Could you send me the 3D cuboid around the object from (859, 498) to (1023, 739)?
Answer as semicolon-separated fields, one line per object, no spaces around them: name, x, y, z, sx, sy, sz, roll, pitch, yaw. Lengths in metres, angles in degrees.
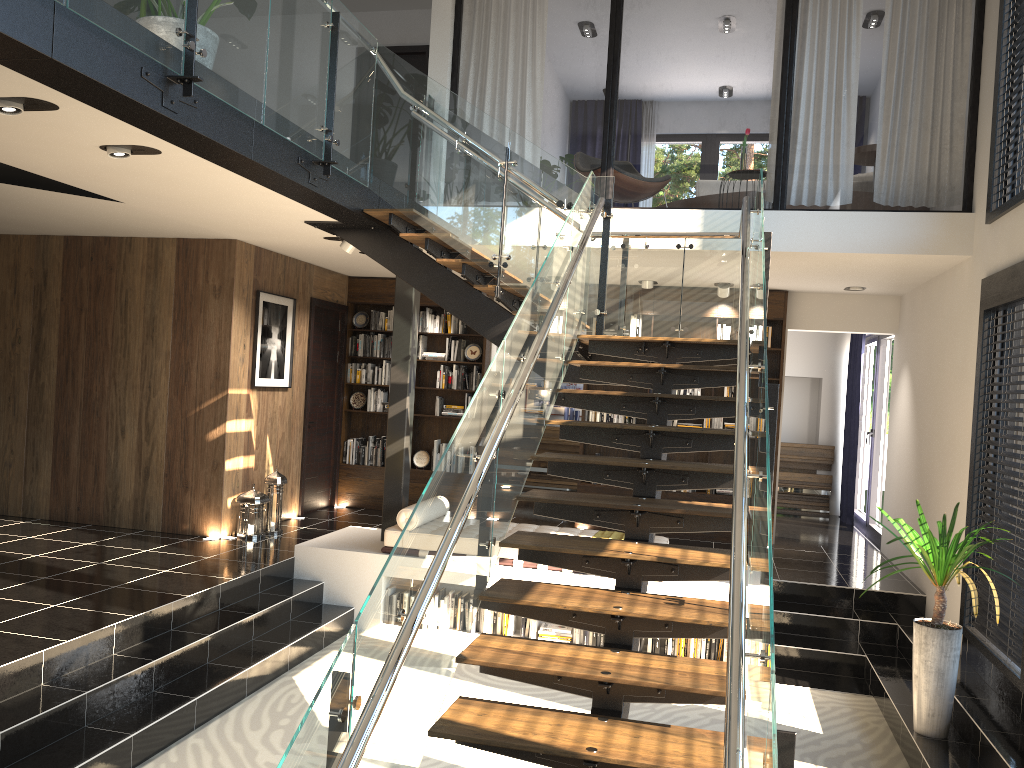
object;2.482;1.379;5.207;0.876;1.338;0.830;3;0;2

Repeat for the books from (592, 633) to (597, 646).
books;0.663;1.926;6.994;0.029;0.268;0.173;4;0;13

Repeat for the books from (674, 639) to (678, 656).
books;1.277;1.945;6.855;0.021;0.302;0.167;4;1;13

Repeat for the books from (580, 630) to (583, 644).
books;0.569;1.942;7.037;0.027;0.226;0.165;4;0;13

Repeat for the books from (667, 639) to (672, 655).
books;1.228;1.926;6.854;0.028;0.334;0.205;4;0;13

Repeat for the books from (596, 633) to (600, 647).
books;0.693;1.928;6.995;0.029;0.268;0.146;4;1;13

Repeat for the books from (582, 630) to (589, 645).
books;0.598;1.899;7.001;0.043;0.316;0.209;4;0;13

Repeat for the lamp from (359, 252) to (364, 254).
lamp;-1.267;-1.246;8.325;0.346;0.231;0.195;3;0;13

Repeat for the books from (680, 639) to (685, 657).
books;1.316;1.974;6.820;0.025;0.249;0.208;4;0;13

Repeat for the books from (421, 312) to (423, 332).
books;-0.995;-0.706;10.247;0.014;0.231;0.280;4;0;13

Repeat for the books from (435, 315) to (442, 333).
books;-0.830;-0.687;10.239;0.034;0.211;0.206;4;0;13

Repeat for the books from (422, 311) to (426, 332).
books;-0.983;-0.710;10.239;0.013;0.239;0.255;4;0;13

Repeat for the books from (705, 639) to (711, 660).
books;1.510;1.945;6.804;0.042;0.328;0.205;4;0;13

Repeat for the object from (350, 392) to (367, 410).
object;-1.812;0.199;10.447;0.212;0.222;0.082;3;1;13

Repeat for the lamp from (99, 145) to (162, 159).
lamp;-2.083;-1.327;4.849;0.346;0.177;0.195;3;0;13

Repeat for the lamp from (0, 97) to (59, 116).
lamp;-2.260;-1.339;4.093;0.346;0.177;0.195;3;0;13

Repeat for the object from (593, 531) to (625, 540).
object;0.885;1.525;7.357;0.466;0.510;1.166;3;0;13

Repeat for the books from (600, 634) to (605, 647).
books;0.726;1.911;6.991;0.035;0.305;0.151;4;1;13

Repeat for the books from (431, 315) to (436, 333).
books;-0.891;-0.688;10.262;0.027;0.207;0.203;4;0;13

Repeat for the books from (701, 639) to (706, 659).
books;1.472;1.965;6.798;0.028;0.285;0.210;4;0;13

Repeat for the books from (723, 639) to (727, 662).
books;1.631;1.985;6.745;0.037;0.264;0.272;4;0;13

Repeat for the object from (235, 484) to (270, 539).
object;-2.397;1.162;8.185;0.262;0.483;0.262;3;1;13

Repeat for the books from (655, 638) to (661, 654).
books;1.136;1.973;6.874;0.032;0.229;0.228;4;0;13

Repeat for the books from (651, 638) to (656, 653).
books;1.114;1.958;6.911;0.030;0.256;0.160;4;0;13

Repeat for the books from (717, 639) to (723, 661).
books;1.601;1.971;6.790;0.043;0.287;0.147;4;1;13

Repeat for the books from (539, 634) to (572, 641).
books;0.352;2.007;7.091;0.261;0.024;0.167;3;0;10

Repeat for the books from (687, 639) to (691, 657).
books;1.368;1.993;6.842;0.022;0.216;0.137;4;0;13

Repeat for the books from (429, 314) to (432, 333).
books;-0.917;-0.694;10.251;0.019;0.216;0.214;4;0;13

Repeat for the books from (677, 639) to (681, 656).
books;1.298;1.955;6.848;0.025;0.285;0.164;4;1;13

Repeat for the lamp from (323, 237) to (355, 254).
lamp;-1.444;-1.242;7.571;0.346;0.263;0.195;3;0;13

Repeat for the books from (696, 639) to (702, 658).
books;1.444;1.963;6.824;0.039;0.284;0.199;4;0;13

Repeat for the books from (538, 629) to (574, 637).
books;0.355;1.982;7.095;0.274;0.025;0.156;3;0;10

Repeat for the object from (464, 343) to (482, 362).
object;-0.444;-0.354;10.109;0.212;0.222;0.082;3;1;13

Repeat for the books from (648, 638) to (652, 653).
books;1.084;1.929;6.904;0.027;0.312;0.189;4;0;13

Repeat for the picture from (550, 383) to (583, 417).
picture;1.938;0.177;13.336;3.542;0.748;0.035;3;1;13

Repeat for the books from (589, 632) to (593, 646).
books;0.641;1.917;7.026;0.030;0.284;0.176;4;0;13

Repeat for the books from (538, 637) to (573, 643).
books;0.351;2.031;7.091;0.257;0.024;0.167;3;0;13

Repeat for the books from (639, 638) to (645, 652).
books;1.041;1.935;6.929;0.066;0.294;0.142;4;1;13

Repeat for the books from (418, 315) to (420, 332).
books;-1.043;-0.696;10.266;0.021;0.204;0.224;4;0;13

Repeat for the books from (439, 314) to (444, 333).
books;-0.790;-0.690;10.246;0.042;0.223;0.163;4;0;13

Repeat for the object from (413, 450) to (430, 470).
object;-1.045;0.875;10.240;0.212;0.222;0.082;3;1;13

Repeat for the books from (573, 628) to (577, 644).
books;0.518;1.921;7.061;0.026;0.263;0.156;4;0;13

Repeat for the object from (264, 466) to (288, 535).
object;-2.243;1.092;8.386;0.182;0.643;0.182;4;1;13

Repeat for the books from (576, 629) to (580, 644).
books;0.539;1.917;7.028;0.030;0.273;0.168;4;0;13

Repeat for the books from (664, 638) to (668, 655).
books;1.208;1.950;6.893;0.026;0.284;0.177;4;0;13

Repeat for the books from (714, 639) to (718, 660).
books;1.568;1.985;6.792;0.019;0.255;0.180;4;0;13

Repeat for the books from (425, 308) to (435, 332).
books;-0.941;-0.726;10.204;0.011;0.276;0.287;4;0;13

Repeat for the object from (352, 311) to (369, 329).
object;-1.775;-0.747;10.415;0.212;0.222;0.082;3;1;13

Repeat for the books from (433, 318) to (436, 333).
books;-0.863;-0.669;10.252;0.034;0.171;0.158;4;0;13

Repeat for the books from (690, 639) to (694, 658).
books;1.384;1.979;6.805;0.024;0.246;0.212;4;0;13

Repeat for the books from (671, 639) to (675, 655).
books;1.254;1.953;6.857;0.023;0.283;0.175;4;0;13

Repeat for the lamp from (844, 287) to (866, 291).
lamp;3.420;-1.005;8.833;0.195;0.158;0.346;3;0;13

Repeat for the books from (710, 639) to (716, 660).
books;1.541;1.975;6.785;0.030;0.273;0.185;4;0;13

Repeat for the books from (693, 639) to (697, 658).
books;1.407;1.980;6.805;0.021;0.248;0.197;4;0;13

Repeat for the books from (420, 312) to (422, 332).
books;-1.013;-0.710;10.272;0.033;0.237;0.231;4;0;13

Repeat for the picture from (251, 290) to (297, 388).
picture;-2.323;-0.420;8.687;0.028;0.911;0.748;4;0;13

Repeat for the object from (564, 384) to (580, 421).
object;0.914;0.244;13.426;0.272;0.860;0.270;4;1;28
